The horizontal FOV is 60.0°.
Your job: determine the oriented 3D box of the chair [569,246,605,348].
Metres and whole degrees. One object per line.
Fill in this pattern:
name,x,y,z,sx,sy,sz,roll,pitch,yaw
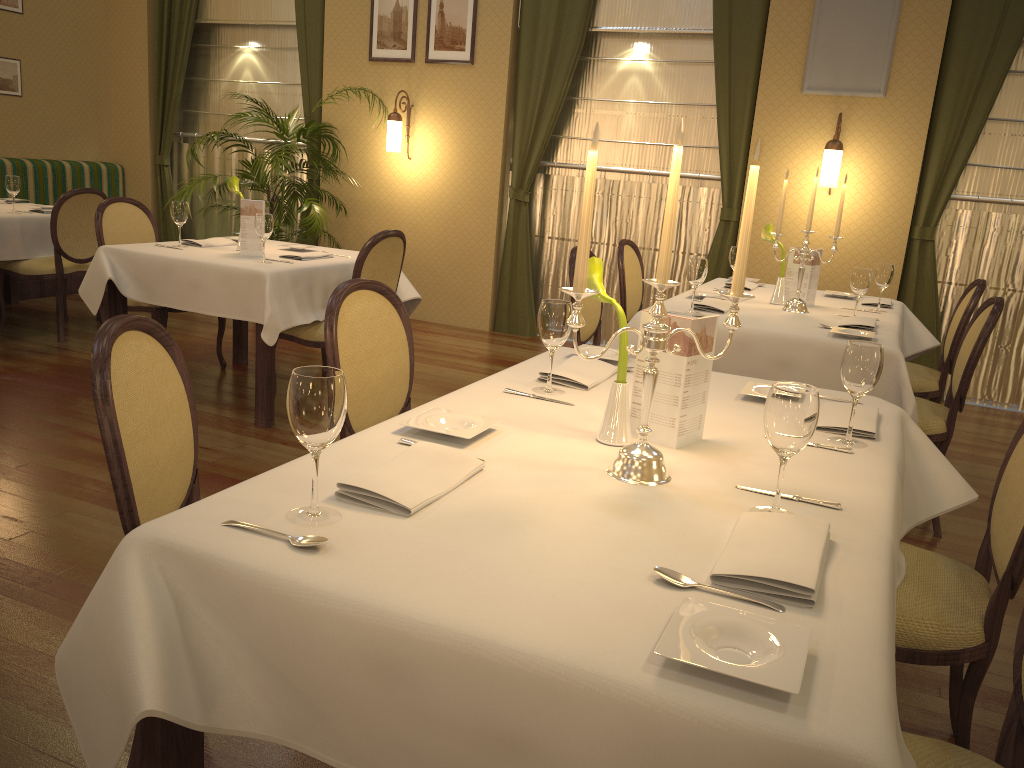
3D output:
chair,0.529,-0.149,4.232,0.571,0.955,0.530,10,15,22

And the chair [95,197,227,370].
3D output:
chair,-1.980,-0.539,4.971,0.571,0.955,0.530,10,15,22

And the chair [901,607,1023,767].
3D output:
chair,0.588,0.596,1.232,0.571,0.955,0.530,5,14,2

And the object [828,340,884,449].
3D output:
object,0.764,0.022,1.967,0.088,0.229,0.088,0,15,-19

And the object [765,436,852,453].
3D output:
object,0.649,0.130,1.948,0.185,0.010,0.017,10,15,22

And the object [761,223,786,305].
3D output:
object,1.260,-0.575,4.246,0.076,0.375,0.163,-9,19,-44

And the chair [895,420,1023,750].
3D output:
chair,0.889,0.426,2.021,0.571,0.955,0.530,10,15,22

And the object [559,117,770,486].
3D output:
object,0.264,-0.143,1.591,0.390,0.655,0.131,-4,16,-32

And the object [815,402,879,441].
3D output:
object,0.819,0.085,2.167,0.142,0.024,0.273,10,15,22

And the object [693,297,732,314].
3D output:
object,0.895,-0.347,3.926,0.142,0.033,0.273,10,15,22

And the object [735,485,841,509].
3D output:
object,0.497,0.202,1.604,0.185,0.010,0.017,10,15,22

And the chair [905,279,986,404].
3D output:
chair,1.951,-0.078,4.422,0.571,0.955,0.530,10,15,22

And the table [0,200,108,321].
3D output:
table,-3.555,-0.733,5.624,1.385,0.759,2.152,10,15,22

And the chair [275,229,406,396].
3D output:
chair,-0.865,-0.323,4.466,0.571,0.955,0.530,10,15,22

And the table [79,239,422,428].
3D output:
table,-1.347,-0.329,4.729,1.389,0.759,1.395,11,15,23

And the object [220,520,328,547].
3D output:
object,-0.342,0.212,1.274,0.181,0.015,0.038,11,15,23

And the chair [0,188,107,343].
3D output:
chair,-2.912,-0.791,5.679,0.571,0.955,0.530,10,15,22

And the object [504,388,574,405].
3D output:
object,0.066,0.031,2.153,0.185,0.010,0.017,11,15,23

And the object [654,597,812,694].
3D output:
object,0.263,0.314,1.048,0.160,0.024,0.160,10,15,22

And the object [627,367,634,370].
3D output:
object,0.264,-0.054,2.555,0.181,0.015,0.038,11,15,23

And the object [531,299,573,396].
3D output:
object,0.101,-0.092,2.205,0.088,0.229,0.088,0,15,-19

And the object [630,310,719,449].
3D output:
object,0.345,-0.006,1.846,0.166,0.277,0.081,3,14,-6

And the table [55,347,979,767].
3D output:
table,0.277,0.491,1.953,1.385,0.759,2.152,10,15,22

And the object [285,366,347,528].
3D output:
object,-0.293,0.092,1.326,0.088,0.229,0.088,0,15,-19

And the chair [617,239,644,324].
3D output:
chair,0.836,-0.295,4.926,0.571,0.955,0.530,10,15,22

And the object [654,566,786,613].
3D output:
object,0.280,0.280,1.207,0.181,0.015,0.038,11,15,23

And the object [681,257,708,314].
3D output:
object,0.769,-0.413,3.727,0.088,0.229,0.088,0,15,-19

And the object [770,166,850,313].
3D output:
object,1.326,-0.648,3.993,0.390,0.655,0.131,2,14,-12

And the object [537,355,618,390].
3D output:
object,0.185,-0.032,2.409,0.142,0.033,0.273,10,15,22

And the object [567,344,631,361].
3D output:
object,0.264,-0.085,2.663,0.160,0.024,0.160,10,15,22

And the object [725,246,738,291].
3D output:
object,1.163,-0.597,4.607,0.088,0.229,0.088,0,15,-19

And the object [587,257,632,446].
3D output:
object,0.198,-0.070,1.844,0.076,0.375,0.163,-9,19,-44

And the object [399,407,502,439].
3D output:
object,-0.126,0.089,1.828,0.160,0.024,0.160,10,15,22

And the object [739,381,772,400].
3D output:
object,0.688,0.032,2.331,0.160,0.024,0.160,10,15,22

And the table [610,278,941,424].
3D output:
table,1.338,-0.014,4.355,1.385,0.759,2.152,10,15,22

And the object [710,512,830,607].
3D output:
object,0.395,0.251,1.333,0.142,0.033,0.273,10,15,22

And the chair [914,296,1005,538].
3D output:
chair,1.616,0.081,3.665,0.571,0.955,0.530,10,15,22

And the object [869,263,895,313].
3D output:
object,1.787,-0.465,4.281,0.088,0.229,0.088,0,15,-19

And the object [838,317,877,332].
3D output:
object,1.457,-0.253,3.735,0.142,0.033,0.273,10,15,22

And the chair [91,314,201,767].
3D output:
chair,-0.533,0.350,1.854,0.571,0.955,0.530,4,14,-3

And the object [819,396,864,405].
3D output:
object,0.856,0.037,2.384,0.181,0.015,0.038,11,15,23

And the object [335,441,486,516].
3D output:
object,-0.167,0.158,1.524,0.142,0.033,0.273,10,15,22

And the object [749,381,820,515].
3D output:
object,0.458,0.114,1.488,0.088,0.229,0.088,-2,15,-25

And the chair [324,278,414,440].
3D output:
chair,-0.226,0.209,2.526,0.571,0.955,0.530,10,15,22

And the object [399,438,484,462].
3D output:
object,-0.134,0.126,1.700,0.185,0.010,0.017,11,15,23

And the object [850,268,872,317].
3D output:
object,1.520,-0.390,3.889,0.088,0.229,0.088,0,15,-19
